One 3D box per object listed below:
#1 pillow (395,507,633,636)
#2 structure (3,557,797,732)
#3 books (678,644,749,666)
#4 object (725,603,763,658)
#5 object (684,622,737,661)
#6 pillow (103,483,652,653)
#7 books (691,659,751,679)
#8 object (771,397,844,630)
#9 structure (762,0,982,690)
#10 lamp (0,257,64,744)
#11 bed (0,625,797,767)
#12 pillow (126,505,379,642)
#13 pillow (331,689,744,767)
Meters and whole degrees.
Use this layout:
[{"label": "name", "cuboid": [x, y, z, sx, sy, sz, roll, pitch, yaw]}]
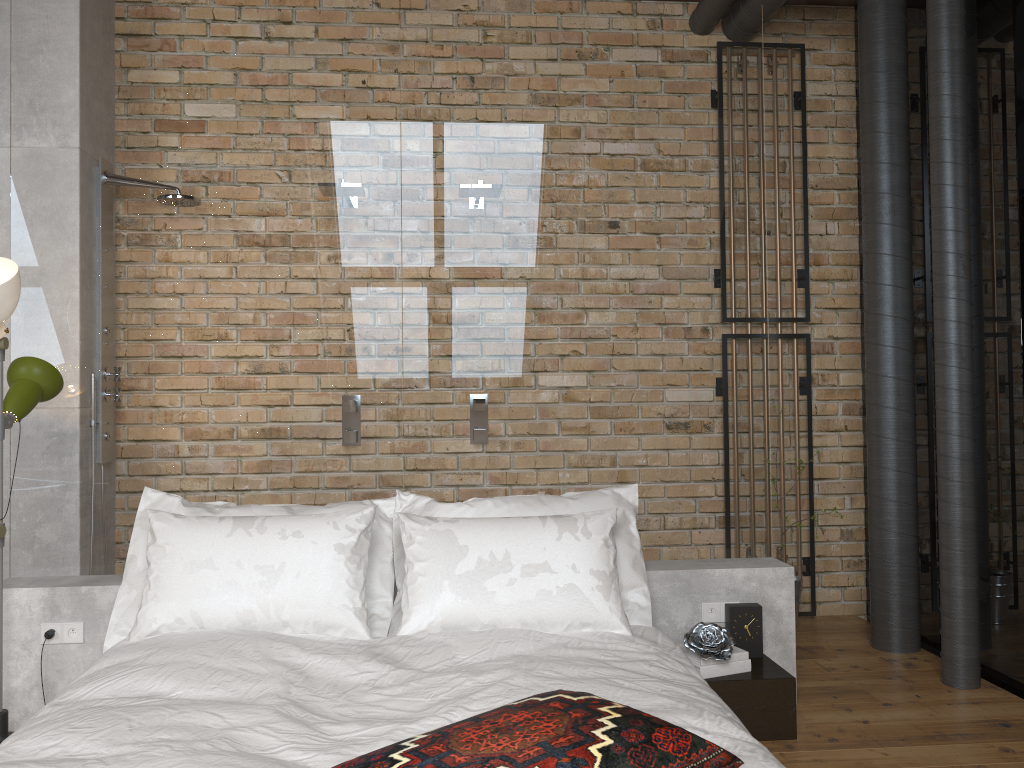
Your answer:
[{"label": "pillow", "cuboid": [-0.002, 0.606, 2.830, 0.748, 0.385, 0.291, -1, -1, -5]}, {"label": "structure", "cuboid": [-0.389, 0.926, 3.193, 2.820, 0.494, 0.206, -1, -1, -5]}, {"label": "books", "cuboid": [0.668, 0.903, 2.991, 0.184, 0.030, 0.175, 0, -1, -21]}, {"label": "object", "cuboid": [0.820, 0.870, 3.134, 0.116, 0.178, 0.067, -1, -1, -2]}, {"label": "object", "cuboid": [0.653, 0.848, 2.929, 0.170, 0.094, 0.160, -1, -1, 7]}, {"label": "pillow", "cuboid": [-0.401, 0.598, 2.963, 1.746, 0.517, 0.358, -1, -1, -6]}, {"label": "books", "cuboid": [0.662, 0.938, 2.990, 0.203, 0.040, 0.193, 0, -1, -24]}, {"label": "object", "cuboid": [1.374, 0.618, 4.199, 0.228, 1.117, 0.517, 0, -2, -34]}, {"label": "structure", "cuboid": [1.377, -0.397, 3.942, 0.829, 3.140, 1.189, -1, -1, -5]}, {"label": "lamp", "cuboid": [-1.661, 0.388, 2.845, 0.270, 1.582, 0.561, 0, -1, -8]}, {"label": "bed", "cuboid": [-0.164, 0.922, 2.019, 2.300, 0.442, 2.169, -1, -1, -5]}, {"label": "pillow", "cuboid": [-0.793, 0.591, 2.763, 0.744, 0.397, 0.276, -1, -1, -5]}, {"label": "pillow", "cuboid": [0.007, 0.679, 1.535, 0.748, 0.157, 0.453, 1, -2, -45]}]
